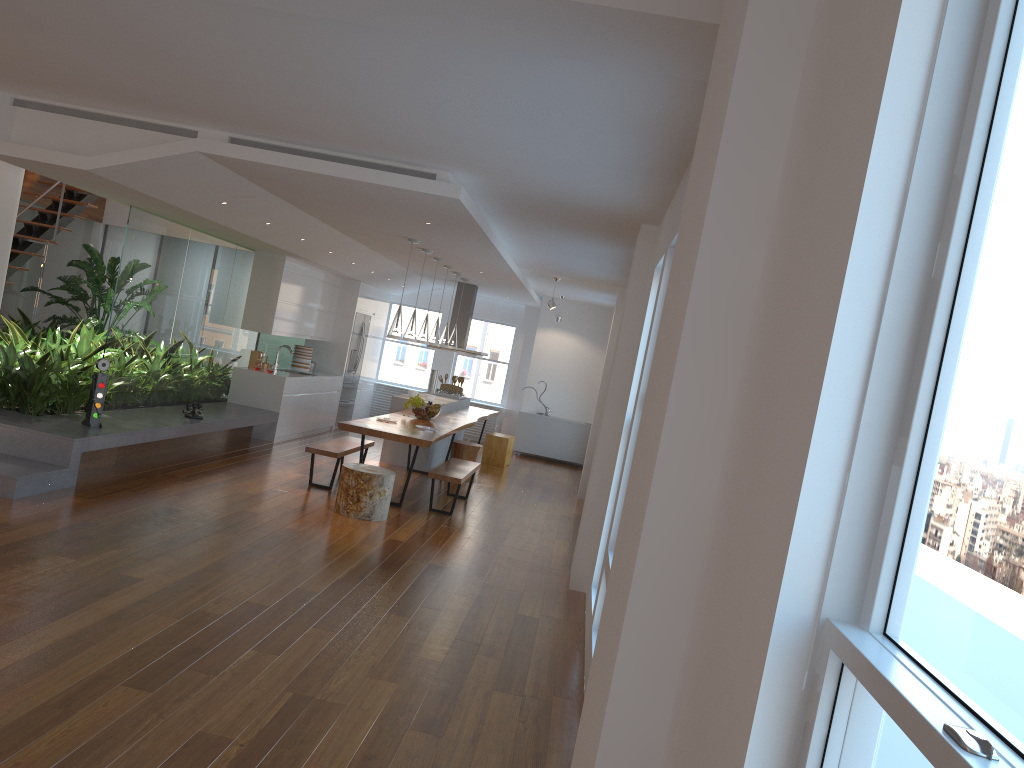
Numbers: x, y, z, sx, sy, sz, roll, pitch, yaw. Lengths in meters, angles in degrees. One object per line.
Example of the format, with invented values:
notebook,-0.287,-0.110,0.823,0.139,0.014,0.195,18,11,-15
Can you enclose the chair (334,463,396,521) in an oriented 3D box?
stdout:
chair,-1.270,0.928,7.659,0.460,0.400,0.460,12,2,15

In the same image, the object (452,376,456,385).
object,-0.921,0.009,13.756,0.061,0.299,0.040,11,2,2

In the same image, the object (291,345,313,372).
object,-3.009,-0.363,12.695,0.267,0.356,0.266,12,2,30

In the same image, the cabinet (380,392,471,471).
cabinet,-1.141,0.592,12.402,0.597,0.832,2.936,11,2,5

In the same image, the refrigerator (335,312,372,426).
refrigerator,-2.753,-0.272,13.871,0.725,1.772,0.908,11,2,5

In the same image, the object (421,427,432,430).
object,-0.864,0.453,8.928,0.124,0.011,0.124,11,2,-13

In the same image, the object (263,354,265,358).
object,-3.265,-0.305,11.614,0.042,0.192,0.040,13,2,42

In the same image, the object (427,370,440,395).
object,-1.124,-0.023,12.856,0.172,0.356,0.120,10,2,-37

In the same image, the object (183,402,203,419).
object,-3.205,0.260,8.914,0.216,0.155,0.181,10,2,-31

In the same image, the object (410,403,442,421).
object,-0.981,0.331,9.963,0.360,0.159,0.360,10,2,-32

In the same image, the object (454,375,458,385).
object,-0.889,0.016,13.733,0.057,0.299,0.019,11,2,5

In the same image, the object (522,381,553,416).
object,0.452,0.221,14.875,0.590,0.563,0.210,10,2,-24

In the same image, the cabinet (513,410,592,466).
cabinet,0.707,0.927,14.906,1.309,0.725,0.420,11,2,5

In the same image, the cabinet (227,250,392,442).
cabinet,-2.830,-0.484,13.130,0.676,2.280,4.565,11,2,5

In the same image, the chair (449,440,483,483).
chair,-0.597,0.944,10.828,0.396,0.455,0.402,11,2,-5

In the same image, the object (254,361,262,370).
object,-3.189,-0.229,11.136,0.094,0.106,0.094,11,2,10

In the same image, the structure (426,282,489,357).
structure,-0.716,-1.166,13.238,0.909,1.405,0.900,11,2,5

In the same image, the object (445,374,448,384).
object,-1.037,-0.015,13.766,0.055,0.299,0.027,11,2,5

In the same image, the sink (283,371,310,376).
sink,-2.982,-0.042,12.112,0.449,0.192,0.666,11,2,5

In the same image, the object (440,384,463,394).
object,-0.938,0.087,13.748,0.353,0.157,0.084,11,2,5

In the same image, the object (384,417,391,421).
object,-1.270,0.361,9.010,0.070,0.030,0.079,10,2,-32

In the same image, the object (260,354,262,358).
object,-3.253,-0.299,11.447,0.040,0.192,0.042,10,2,-35

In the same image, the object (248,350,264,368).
object,-3.293,-0.313,11.416,0.104,0.222,0.200,11,2,5

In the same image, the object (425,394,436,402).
object,-1.050,0.178,11.305,0.152,0.082,0.152,10,2,-35

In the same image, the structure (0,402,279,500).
structure,-4.577,0.267,8.858,3.088,0.386,5.584,11,2,5

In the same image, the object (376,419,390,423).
object,-1.294,0.373,8.910,0.164,0.006,0.017,11,2,10

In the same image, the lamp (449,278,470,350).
lamp,-0.735,-1.007,12.265,0.160,1.060,0.160,12,2,32

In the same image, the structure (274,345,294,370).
structure,-3.132,-0.273,12.150,0.248,0.536,0.115,11,2,5

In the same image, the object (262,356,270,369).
object,-3.262,-0.289,11.663,0.100,0.170,0.173,11,2,6

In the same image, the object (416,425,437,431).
object,-0.863,0.449,8.928,0.222,0.020,0.222,11,2,-3

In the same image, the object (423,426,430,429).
object,-0.862,0.443,8.927,0.070,0.030,0.079,10,2,-42

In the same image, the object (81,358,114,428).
object,-3.332,0.081,7.200,0.318,0.565,0.134,13,2,41

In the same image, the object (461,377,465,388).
object,-0.789,0.037,13.745,0.057,0.294,0.030,11,2,5

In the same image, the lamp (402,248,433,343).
lamp,-0.988,-0.970,9.384,0.160,1.060,0.160,12,2,32

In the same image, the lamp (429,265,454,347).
lamp,-0.862,-0.988,10.824,0.160,1.060,0.160,12,2,32

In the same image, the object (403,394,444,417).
object,-0.993,0.264,9.977,0.394,0.284,0.292,10,2,-31

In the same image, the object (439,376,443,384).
object,-1.077,-0.004,13.767,0.199,0.259,0.016,12,2,15

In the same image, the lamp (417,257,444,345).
lamp,-0.925,-0.979,10.104,0.160,1.060,0.160,12,2,32

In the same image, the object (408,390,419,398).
object,-1.283,0.128,11.449,0.152,0.082,0.152,13,2,44

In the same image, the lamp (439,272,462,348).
lamp,-0.799,-0.997,11.545,0.160,1.060,0.160,12,2,32

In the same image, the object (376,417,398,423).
object,-1.271,0.367,9.010,0.222,0.020,0.222,9,2,-45

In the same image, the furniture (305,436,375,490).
furniture,-1.760,0.800,9.045,0.316,0.389,1.433,11,2,5

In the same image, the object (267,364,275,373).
object,-3.015,-0.193,11.074,0.094,0.106,0.094,11,2,10

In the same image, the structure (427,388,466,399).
structure,-0.972,0.138,13.305,0.520,0.073,0.650,11,2,5

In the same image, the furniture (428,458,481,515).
furniture,-0.594,1.032,8.945,0.316,0.389,1.433,11,2,5

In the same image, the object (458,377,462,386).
object,-0.827,0.030,13.731,0.068,0.298,0.039,11,2,5

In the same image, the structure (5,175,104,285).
structure,-4.324,-1.828,9.474,2.552,4.265,4.591,11,2,5

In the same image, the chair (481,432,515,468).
chair,-0.203,0.962,13.018,0.344,0.430,0.549,11,2,9

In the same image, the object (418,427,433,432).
object,-0.860,0.452,8.821,0.158,0.017,0.019,11,2,0

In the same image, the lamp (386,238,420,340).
lamp,-1.051,-0.960,8.664,0.160,1.060,0.160,12,2,32

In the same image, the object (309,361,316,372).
object,-3.024,-0.293,13.084,0.284,0.196,0.265,10,2,-43

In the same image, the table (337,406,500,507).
table,-0.948,0.738,10.985,0.893,0.704,5.996,11,2,5
